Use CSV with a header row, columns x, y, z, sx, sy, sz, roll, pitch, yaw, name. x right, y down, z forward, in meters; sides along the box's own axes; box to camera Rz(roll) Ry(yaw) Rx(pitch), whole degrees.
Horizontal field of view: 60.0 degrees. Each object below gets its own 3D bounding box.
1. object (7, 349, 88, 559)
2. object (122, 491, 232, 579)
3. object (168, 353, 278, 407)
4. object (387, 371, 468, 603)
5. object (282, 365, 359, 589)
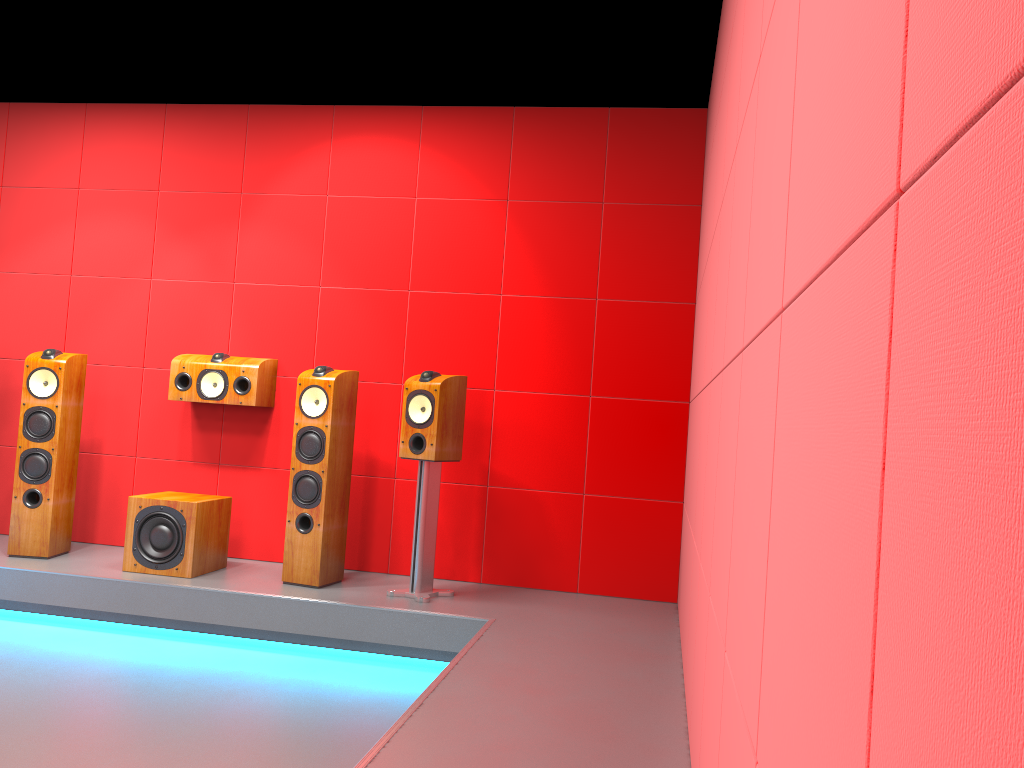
x,y,z,sx,sy,sz,roll,pitch,yaw,name
-2.374,0.347,4.540,0.203,1.052,0.238,4,-2,0,object
-1.652,0.738,4.393,0.360,0.360,0.360,4,-2,10,object
-1.543,-0.029,4.744,0.493,0.271,0.235,4,-2,10,object
-0.393,0.468,4.195,0.231,1.058,0.265,3,-3,30,object
-0.930,0.438,4.311,0.203,1.052,0.238,3,-2,20,object
